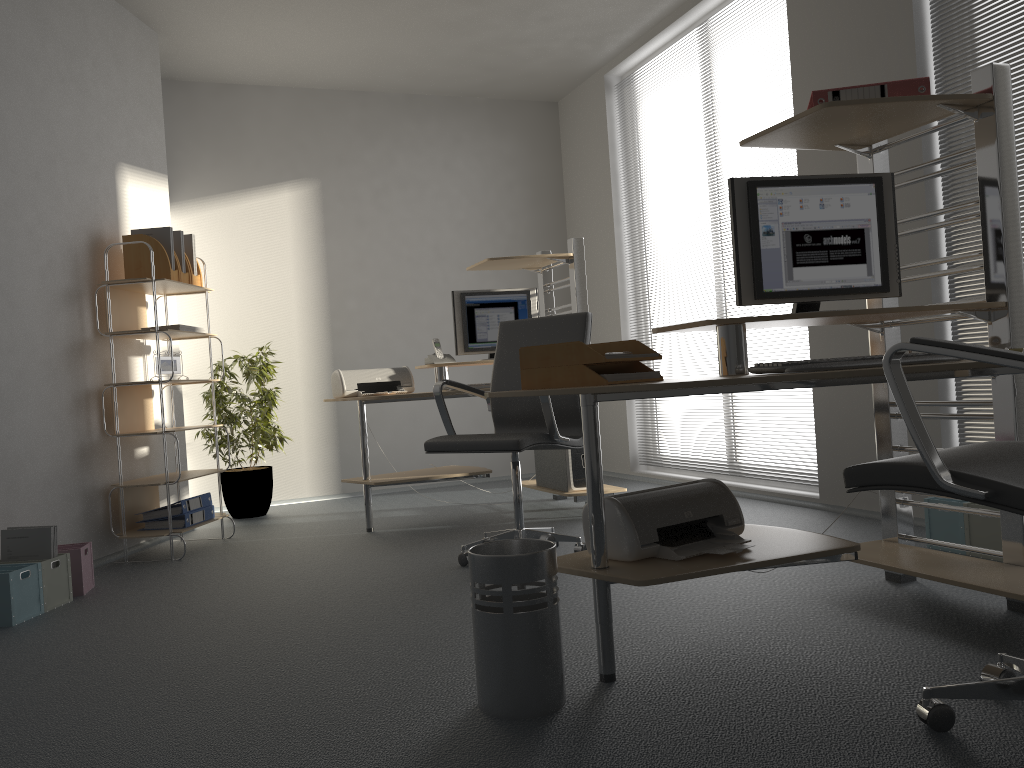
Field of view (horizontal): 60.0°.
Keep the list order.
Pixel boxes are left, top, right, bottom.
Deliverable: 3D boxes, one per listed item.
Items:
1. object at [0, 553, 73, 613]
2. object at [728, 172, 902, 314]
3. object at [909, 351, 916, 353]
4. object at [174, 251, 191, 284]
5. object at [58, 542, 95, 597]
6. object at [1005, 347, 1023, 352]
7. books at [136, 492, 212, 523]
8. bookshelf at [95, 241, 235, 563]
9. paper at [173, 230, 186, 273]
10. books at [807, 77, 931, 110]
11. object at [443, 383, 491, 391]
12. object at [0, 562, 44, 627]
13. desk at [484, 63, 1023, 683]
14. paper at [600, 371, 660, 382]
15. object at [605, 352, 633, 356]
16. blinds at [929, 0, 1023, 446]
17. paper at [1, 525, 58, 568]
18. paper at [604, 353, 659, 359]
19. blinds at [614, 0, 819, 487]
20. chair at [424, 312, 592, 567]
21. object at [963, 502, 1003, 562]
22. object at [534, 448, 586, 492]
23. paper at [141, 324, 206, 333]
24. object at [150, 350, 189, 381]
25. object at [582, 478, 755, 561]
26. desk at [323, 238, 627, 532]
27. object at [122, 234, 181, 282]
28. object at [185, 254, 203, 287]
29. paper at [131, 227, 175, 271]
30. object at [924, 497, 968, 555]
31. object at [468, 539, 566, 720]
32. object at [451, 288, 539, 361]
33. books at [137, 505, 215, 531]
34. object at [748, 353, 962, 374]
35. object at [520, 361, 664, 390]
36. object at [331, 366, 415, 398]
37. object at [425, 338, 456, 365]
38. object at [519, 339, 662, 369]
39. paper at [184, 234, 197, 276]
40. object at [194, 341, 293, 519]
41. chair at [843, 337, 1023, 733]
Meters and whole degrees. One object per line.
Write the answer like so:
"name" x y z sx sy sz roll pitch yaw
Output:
"object" -1.896 0.787 3.477 0.245 0.202 0.185 -4 0 6
"object" 0.907 -0.411 2.700 0.516 0.418 0.245 -4 0 1
"object" 1.178 -0.094 2.582 0.054 0.064 0.159 -4 0 36
"object" -1.845 -0.637 4.692 0.243 0.259 0.113 -4 0 7
"object" -1.902 0.787 3.704 0.245 0.202 0.185 -4 0 -13
"object" 1.363 -0.088 2.362 0.132 0.026 0.132 -4 0 -21
"books" -1.760 0.641 4.623 0.263 0.100 0.320 -4 0 7
"bookshelf" -1.799 0.088 4.635 0.381 1.572 0.724 -4 0 6
"paper" -1.845 -0.657 4.713 0.213 0.297 0.045 -4 0 7
"books" 1.061 -0.834 2.687 0.320 0.072 0.262 -4 0 11
"object" -0.188 0.039 5.058 0.478 0.082 0.814 -4 0 -14
"object" -1.914 0.788 3.293 0.245 0.202 0.185 -4 0 6
"desk" 0.768 -0.083 2.325 1.469 1.566 0.967 -4 0 -21
"paper" 0.212 -0.014 2.371 0.210 0.019 0.297 -4 0 -42
"object" 0.276 -0.078 2.295 0.008 0.009 0.159 -4 0 33
"blinds" 2.207 -0.875 2.904 0.022 2.770 1.950 -4 0 -21
"paper" -1.899 0.717 3.492 0.220 0.306 0.068 -4 0 6
"paper" 0.209 -0.065 2.371 0.210 0.010 0.297 -4 0 -42
"blinds" 1.195 -0.811 5.516 0.037 2.749 1.950 -4 0 -21
"chair" 0.014 0.225 3.839 0.584 1.048 0.652 -4 0 35
"object" 1.832 0.535 3.261 0.245 0.202 0.185 -4 0 -21
"object" 0.307 0.378 5.050 0.199 0.422 0.471 -4 0 -21
"paper" -1.801 -0.280 4.728 0.213 0.046 0.297 -4 0 6
"object" -1.790 -0.094 4.624 0.077 0.161 0.192 -4 0 25
"object" 0.459 0.357 2.349 0.438 0.162 0.351 -4 0 -37
"desk" -0.240 -0.019 4.931 1.469 1.566 0.967 -4 0 -21
"object" -1.856 -0.637 4.569 0.243 0.259 0.113 -4 0 4
"object" -1.826 -0.639 4.815 0.243 0.259 0.113 -4 0 9
"paper" -1.857 -0.656 4.589 0.213 0.297 0.045 -4 0 4
"object" 1.766 0.540 3.434 0.245 0.202 0.185 -4 0 -21
"object" 0.012 0.572 2.089 0.208 0.377 0.208 -4 0 22
"object" -0.094 -0.348 5.284 0.516 0.418 0.245 -4 0 -6
"books" -1.746 0.695 4.622 0.262 0.072 0.320 -4 0 7
"object" 0.778 -0.023 2.454 0.478 0.082 0.814 -4 0 -14
"object" 0.211 -0.026 2.372 0.225 0.060 0.309 -4 0 -42
"object" -0.756 -0.015 4.990 0.438 0.162 0.351 -4 0 -29
"object" -0.421 -0.191 5.129 0.150 0.151 0.119 -4 0 -35
"object" 0.207 -0.082 2.372 0.225 0.060 0.309 -4 0 -42
"paper" -1.825 -0.659 4.836 0.213 0.297 0.045 -4 0 9
"object" -1.721 0.298 5.786 0.544 1.147 0.644 -4 0 8
"chair" 1.059 0.157 1.695 0.584 1.048 0.652 -4 0 -35
